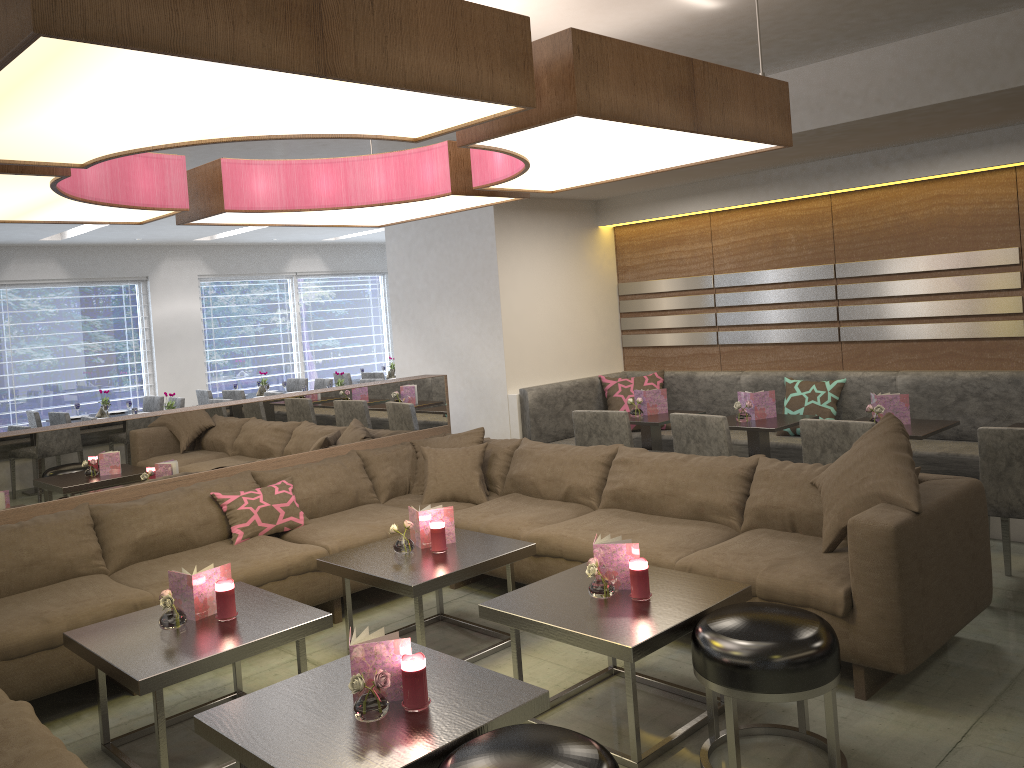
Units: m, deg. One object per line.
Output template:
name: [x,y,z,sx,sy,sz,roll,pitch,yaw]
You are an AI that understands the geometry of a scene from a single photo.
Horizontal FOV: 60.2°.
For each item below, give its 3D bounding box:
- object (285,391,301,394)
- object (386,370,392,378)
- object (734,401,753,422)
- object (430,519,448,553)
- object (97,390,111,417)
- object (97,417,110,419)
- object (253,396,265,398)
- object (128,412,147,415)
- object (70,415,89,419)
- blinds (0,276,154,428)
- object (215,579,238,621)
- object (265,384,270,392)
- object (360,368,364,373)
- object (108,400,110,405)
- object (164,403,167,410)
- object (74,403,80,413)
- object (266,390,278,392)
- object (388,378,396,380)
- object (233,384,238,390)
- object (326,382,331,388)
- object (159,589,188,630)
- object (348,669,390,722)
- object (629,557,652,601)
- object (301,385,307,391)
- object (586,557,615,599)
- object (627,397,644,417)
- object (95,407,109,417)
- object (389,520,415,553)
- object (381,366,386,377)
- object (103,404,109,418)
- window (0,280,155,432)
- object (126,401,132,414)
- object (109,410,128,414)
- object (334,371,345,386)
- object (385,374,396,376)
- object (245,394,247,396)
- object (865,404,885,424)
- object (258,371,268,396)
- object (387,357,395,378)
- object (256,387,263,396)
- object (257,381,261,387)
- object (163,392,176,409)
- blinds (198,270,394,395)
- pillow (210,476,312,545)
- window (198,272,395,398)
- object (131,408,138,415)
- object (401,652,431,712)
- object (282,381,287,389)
object: [-2.397,0.099,9.782,0.216,0.015,0.218,-2,5,24]
object: [-1.543,-0.124,11.139,0.070,0.100,0.204,-4,4,16]
object: [1.331,0.155,5.093,0.110,0.125,0.092,-5,2,-12]
object: [-0.310,0.637,3.705,0.075,0.128,0.076,-4,2,18]
object: [-3.988,0.185,8.654,0.154,0.276,0.104,-3,2,43]
object: [-3.890,0.338,8.317,0.218,0.015,0.216,-9,7,-44]
object: [-2.672,0.143,9.513,0.216,0.015,0.218,-2,5,24]
object: [-3.615,0.294,8.586,0.218,0.015,0.216,-9,7,-44]
object: [-4.298,0.332,8.735,0.218,0.015,0.216,-9,7,-44]
blinds: [-6.961,0.088,8.411,7.128,2.039,0.045,-9,3,-44]
object: [-0.989,0.744,3.053,0.075,0.128,0.076,-4,2,18]
object: [-2.675,0.068,9.669,0.053,0.139,0.053,-4,1,4]
object: [-1.923,-0.135,11.364,0.053,0.139,0.053,-4,1,4]
object: [-4.158,0.229,9.088,0.053,0.139,0.053,-4,1,-2]
object: [-3.113,0.246,7.995,0.053,0.139,0.053,-4,1,4]
object: [-4.365,0.262,8.884,0.053,0.139,0.053,-4,1,-2]
object: [-2.805,0.094,10.201,0.216,0.015,0.218,-2,5,24]
object: [-1.403,-0.059,10.758,0.216,0.015,0.218,-2,5,24]
object: [-3.148,0.068,10.080,0.053,0.139,0.053,-4,1,4]
object: [-1.901,0.052,9.186,0.053,0.139,0.053,-4,1,4]
object: [-1.157,0.762,2.998,0.095,0.129,0.101,-3,2,29]
object: [-0.313,0.768,2.224,0.194,0.125,0.095,-5,2,-13]
object: [0.425,0.648,2.944,0.075,0.128,0.076,-4,2,8]
object: [-2.108,0.085,8.981,0.053,0.139,0.053,-4,1,4]
object: [0.298,0.655,2.989,0.095,0.129,0.106,-4,2,6]
object: [0.791,0.148,5.635,0.107,0.125,0.094,-4,2,-1]
object: [-4.030,0.273,8.697,0.070,0.100,0.204,-4,4,16]
object: [-0.465,0.645,3.745,0.102,0.132,0.092,-4,2,11]
object: [-1.673,-0.168,11.528,0.053,0.139,0.053,-4,1,4]
object: [-3.892,0.263,8.473,0.053,0.139,0.053,-4,1,-2]
window: [-7.025,0.112,8.494,7.134,2.069,0.158,-9,3,-44]
object: [-3.755,0.235,8.676,0.053,0.139,0.053,-4,1,-2]
object: [-4.023,0.288,9.005,0.218,0.015,0.216,-9,7,-44]
object: [-1.710,0.006,8.765,0.154,0.276,0.104,-3,2,43]
object: [-1.537,-0.109,11.446,0.216,0.015,0.218,-4,5,8]
object: [-3.080,0.138,9.931,0.216,0.015,0.218,-2,5,24]
object: [1.868,0.163,4.534,0.094,0.125,0.102,-4,2,10]
object: [-2.770,-0.009,9.850,0.154,0.276,0.104,-3,2,43]
object: [-1.502,-0.212,11.095,0.154,0.276,0.104,-3,2,43]
object: [-2.811,0.078,9.893,0.070,0.100,0.204,-4,4,16]
object: [-2.940,0.035,10.284,0.053,0.139,0.053,-4,1,4]
object: [-2.929,0.200,7.569,0.154,0.276,0.104,-3,2,43]
blinds: [-2.673,-0.597,12.621,3.666,2.040,0.045,-8,3,-44]
pillow: [-1.221,0.618,4.338,0.180,0.252,0.466,-3,4,41]
window: [-2.751,-0.571,12.690,3.675,2.069,0.158,-8,3,-44]
object: [-3.321,0.279,7.791,0.053,0.139,0.053,-4,1,-2]
object: [-0.248,0.758,2.255,0.075,0.128,0.076,-4,2,8]
object: [-2.537,0.040,9.871,0.053,0.139,0.053,-4,1,4]
